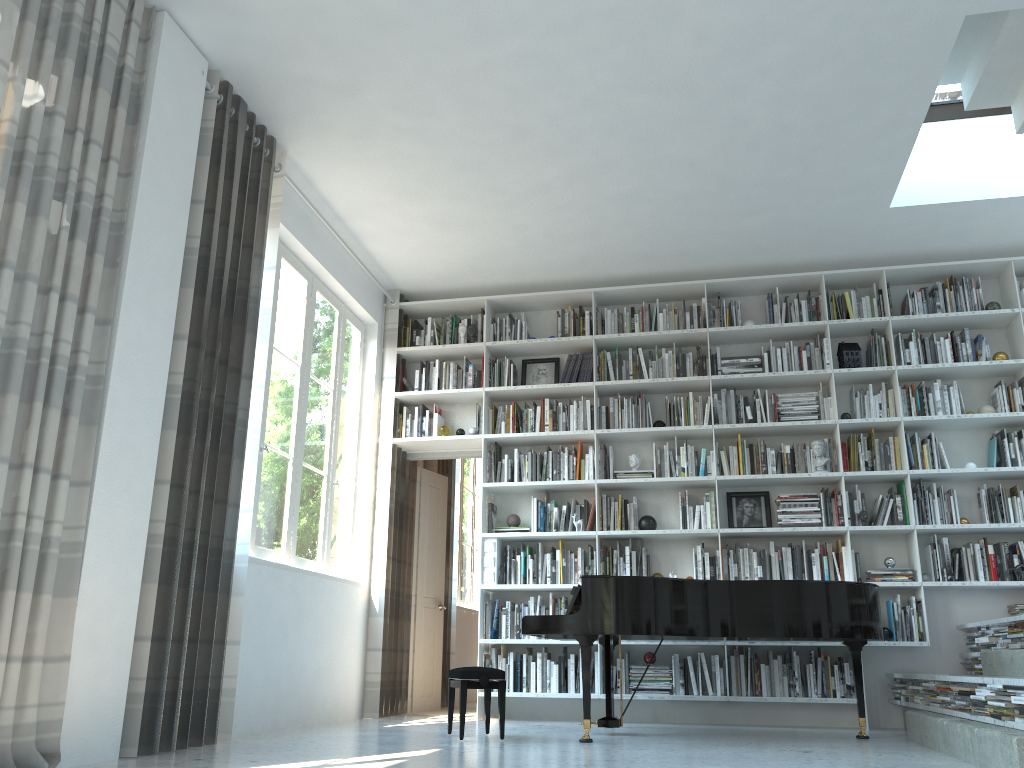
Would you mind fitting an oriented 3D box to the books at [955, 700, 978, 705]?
[{"bbox_3d":[2.215,1.507,4.192,0.177,0.011,0.221,-4,-18,13],"label":"books"}]

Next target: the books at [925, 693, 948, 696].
[{"bbox_3d":[2.347,1.674,4.776,0.159,0.011,0.247,-2,-18,8],"label":"books"}]

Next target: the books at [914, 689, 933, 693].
[{"bbox_3d":[2.408,1.757,5.072,0.171,0.020,0.194,-4,-18,15],"label":"books"}]

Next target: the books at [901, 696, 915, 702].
[{"bbox_3d":[2.470,1.902,5.344,0.189,0.029,0.238,-3,-18,12],"label":"books"}]

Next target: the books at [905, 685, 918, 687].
[{"bbox_3d":[2.480,1.827,5.365,0.160,0.009,0.292,-4,-18,13],"label":"books"}]

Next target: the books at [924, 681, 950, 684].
[{"bbox_3d":[2.347,1.613,4.795,0.174,0.011,0.228,-3,-18,11],"label":"books"}]

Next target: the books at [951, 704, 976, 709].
[{"bbox_3d":[2.205,1.525,4.189,0.189,0.009,0.291,-4,-18,14],"label":"books"}]

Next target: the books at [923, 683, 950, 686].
[{"bbox_3d":[2.344,1.626,4.792,0.171,0.015,0.253,-2,-18,9],"label":"books"}]

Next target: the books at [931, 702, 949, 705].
[{"bbox_3d":[2.360,1.713,4.762,0.140,0.008,0.284,-2,-18,10],"label":"books"}]

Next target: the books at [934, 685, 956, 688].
[{"bbox_3d":[2.276,1.536,4.502,0.179,0.012,0.250,-2,-18,9],"label":"books"}]

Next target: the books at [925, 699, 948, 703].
[{"bbox_3d":[2.348,1.704,4.767,0.159,0.012,0.293,-2,-18,9],"label":"books"}]

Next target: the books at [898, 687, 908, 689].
[{"bbox_3d":[2.553,1.928,5.632,0.136,0.013,0.259,-2,-18,10],"label":"books"}]

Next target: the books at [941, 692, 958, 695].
[{"bbox_3d":[2.291,1.567,4.489,0.155,0.009,0.298,-3,-18,12],"label":"books"}]

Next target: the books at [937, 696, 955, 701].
[{"bbox_3d":[2.278,1.591,4.485,0.182,0.013,0.288,-3,-18,12],"label":"books"}]

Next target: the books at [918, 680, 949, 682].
[{"bbox_3d":[2.333,1.606,4.800,0.193,0.005,0.225,-2,-18,8],"label":"books"}]

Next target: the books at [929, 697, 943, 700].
[{"bbox_3d":[2.353,1.692,4.770,0.165,0.012,0.205,-3,-18,12],"label":"books"}]

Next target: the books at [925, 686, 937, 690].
[{"bbox_3d":[2.336,1.641,4.789,0.182,0.016,0.199,-5,-18,16],"label":"books"}]

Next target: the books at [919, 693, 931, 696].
[{"bbox_3d":[2.424,1.772,5.064,0.147,0.012,0.207,-3,-18,13],"label":"books"}]

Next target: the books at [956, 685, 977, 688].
[{"bbox_3d":[2.229,1.437,4.210,0.157,0.007,0.269,-3,-18,12],"label":"books"}]

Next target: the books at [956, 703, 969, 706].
[{"bbox_3d":[2.223,1.516,4.187,0.147,0.008,0.291,-2,-18,8],"label":"books"}]

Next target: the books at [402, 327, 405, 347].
[{"bbox_3d":[-0.864,-0.332,7.192,0.014,0.218,0.189,-3,-17,12],"label":"books"}]

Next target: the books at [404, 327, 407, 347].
[{"bbox_3d":[-0.841,-0.330,7.210,0.024,0.227,0.130,-3,-17,12],"label":"books"}]

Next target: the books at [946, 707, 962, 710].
[{"bbox_3d":[2.295,1.634,4.468,0.147,0.008,0.237,-3,-18,11],"label":"books"}]

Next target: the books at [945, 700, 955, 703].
[{"bbox_3d":[2.295,1.603,4.477,0.130,0.014,0.250,-1,-18,7],"label":"books"}]

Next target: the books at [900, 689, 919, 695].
[{"bbox_3d":[2.462,1.863,5.357,0.191,0.028,0.213,-4,-18,15],"label":"books"}]

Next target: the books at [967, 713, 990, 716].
[{"bbox_3d":[2.140,1.454,3.897,0.193,0.005,0.225,-2,-18,8],"label":"books"}]

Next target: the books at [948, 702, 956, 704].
[{"bbox_3d":[2.302,1.613,4.472,0.132,0.009,0.270,-3,-18,12],"label":"books"}]

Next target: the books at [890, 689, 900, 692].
[{"bbox_3d":[2.527,1.950,5.631,0.177,0.012,0.279,-2,-18,8],"label":"books"}]

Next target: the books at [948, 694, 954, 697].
[{"bbox_3d":[2.299,1.577,4.484,0.140,0.013,0.181,-3,-18,13],"label":"books"}]

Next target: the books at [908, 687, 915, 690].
[{"bbox_3d":[2.491,1.840,5.358,0.143,0.019,0.231,-3,-18,12],"label":"books"}]

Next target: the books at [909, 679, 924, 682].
[{"bbox_3d":[2.490,1.795,5.372,0.137,0.018,0.201,-4,-18,15],"label":"books"}]

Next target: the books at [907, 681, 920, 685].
[{"bbox_3d":[2.495,1.811,5.366,0.135,0.014,0.298,-3,-18,12],"label":"books"}]

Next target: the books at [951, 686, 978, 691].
[{"bbox_3d":[2.215,1.447,4.210,0.170,0.014,0.282,-2,-18,9],"label":"books"}]

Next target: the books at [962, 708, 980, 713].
[{"bbox_3d":[2.225,1.541,4.179,0.142,0.012,0.292,-4,-18,15],"label":"books"}]

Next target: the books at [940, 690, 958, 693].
[{"bbox_3d":[2.287,1.559,4.492,0.169,0.009,0.242,-3,-18,12],"label":"books"}]

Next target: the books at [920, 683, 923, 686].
[{"bbox_3d":[2.428,1.724,5.077,0.130,0.018,0.256,-4,-18,14],"label":"books"}]

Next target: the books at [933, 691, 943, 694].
[{"bbox_3d":[2.361,1.662,4.777,0.140,0.013,0.181,-4,-18,14],"label":"books"}]

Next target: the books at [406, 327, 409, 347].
[{"bbox_3d":[-0.820,-0.332,7.195,0.023,0.222,0.151,-3,-17,12],"label":"books"}]

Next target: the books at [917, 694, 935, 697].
[{"bbox_3d":[2.425,1.781,5.061,0.149,0.007,0.301,-3,-18,12],"label":"books"}]

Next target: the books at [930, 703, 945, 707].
[{"bbox_3d":[2.352,1.724,4.760,0.157,0.014,0.181,-2,-18,9],"label":"books"}]

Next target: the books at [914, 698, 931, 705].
[{"bbox_3d":[2.405,1.811,5.056,0.177,0.026,0.231,-4,-18,14],"label":"books"}]

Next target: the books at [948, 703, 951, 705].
[{"bbox_3d":[2.301,1.620,4.471,0.128,0.005,0.297,-4,-18,13],"label":"books"}]

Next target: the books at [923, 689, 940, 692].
[{"bbox_3d":[2.343,1.652,4.784,0.169,0.009,0.242,-2,-18,8],"label":"books"}]

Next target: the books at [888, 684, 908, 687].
[{"bbox_3d":[2.522,1.918,5.642,0.191,0.013,0.244,-2,-18,8],"label":"books"}]

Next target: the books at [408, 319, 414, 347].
[{"bbox_3d":[-0.804,-0.366,7.192,0.014,0.285,0.175,-3,-17,12],"label":"books"}]

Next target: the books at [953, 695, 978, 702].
[{"bbox_3d":[2.217,1.490,4.197,0.160,0.025,0.244,-1,-18,7],"label":"books"}]

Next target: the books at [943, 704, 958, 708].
[{"bbox_3d":[2.280,1.627,4.473,0.161,0.008,0.255,-5,-18,16],"label":"books"}]

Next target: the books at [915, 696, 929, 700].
[{"bbox_3d":[2.412,1.792,5.060,0.172,0.014,0.221,-3,-18,13],"label":"books"}]

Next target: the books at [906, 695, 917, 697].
[{"bbox_3d":[2.482,1.881,5.348,0.147,0.012,0.207,-1,-18,7],"label":"books"}]

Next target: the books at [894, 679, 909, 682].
[{"bbox_3d":[2.543,1.887,5.647,0.158,0.014,0.235,-2,-18,10],"label":"books"}]

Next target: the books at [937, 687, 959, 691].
[{"bbox_3d":[2.279,1.549,4.497,0.165,0.014,0.236,-1,-18,7],"label":"books"}]

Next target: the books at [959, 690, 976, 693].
[{"bbox_3d":[2.231,1.457,4.204,0.150,0.008,0.218,-3,-18,11],"label":"books"}]

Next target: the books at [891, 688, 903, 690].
[{"bbox_3d":[2.530,1.940,5.634,0.188,0.009,0.211,-3,-18,11],"label":"books"}]

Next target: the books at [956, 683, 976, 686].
[{"bbox_3d":[2.226,1.430,4.213,0.160,0.008,0.240,-3,-18,13],"label":"books"}]

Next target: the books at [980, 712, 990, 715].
[{"bbox_3d":[2.160,1.447,3.895,0.147,0.008,0.237,-5,-18,16],"label":"books"}]

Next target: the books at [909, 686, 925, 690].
[{"bbox_3d":[2.405,1.741,5.077,0.180,0.015,0.295,-2,-18,10],"label":"books"}]

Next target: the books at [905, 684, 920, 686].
[{"bbox_3d":[2.489,1.820,5.365,0.126,0.005,0.291,-1,-18,7],"label":"books"}]

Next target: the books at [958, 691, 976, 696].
[{"bbox_3d":[2.228,1.469,4.201,0.142,0.017,0.240,-2,-18,8],"label":"books"}]

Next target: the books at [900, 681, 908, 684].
[{"bbox_3d":[2.557,1.901,5.639,0.133,0.017,0.232,-3,-18,12],"label":"books"}]
